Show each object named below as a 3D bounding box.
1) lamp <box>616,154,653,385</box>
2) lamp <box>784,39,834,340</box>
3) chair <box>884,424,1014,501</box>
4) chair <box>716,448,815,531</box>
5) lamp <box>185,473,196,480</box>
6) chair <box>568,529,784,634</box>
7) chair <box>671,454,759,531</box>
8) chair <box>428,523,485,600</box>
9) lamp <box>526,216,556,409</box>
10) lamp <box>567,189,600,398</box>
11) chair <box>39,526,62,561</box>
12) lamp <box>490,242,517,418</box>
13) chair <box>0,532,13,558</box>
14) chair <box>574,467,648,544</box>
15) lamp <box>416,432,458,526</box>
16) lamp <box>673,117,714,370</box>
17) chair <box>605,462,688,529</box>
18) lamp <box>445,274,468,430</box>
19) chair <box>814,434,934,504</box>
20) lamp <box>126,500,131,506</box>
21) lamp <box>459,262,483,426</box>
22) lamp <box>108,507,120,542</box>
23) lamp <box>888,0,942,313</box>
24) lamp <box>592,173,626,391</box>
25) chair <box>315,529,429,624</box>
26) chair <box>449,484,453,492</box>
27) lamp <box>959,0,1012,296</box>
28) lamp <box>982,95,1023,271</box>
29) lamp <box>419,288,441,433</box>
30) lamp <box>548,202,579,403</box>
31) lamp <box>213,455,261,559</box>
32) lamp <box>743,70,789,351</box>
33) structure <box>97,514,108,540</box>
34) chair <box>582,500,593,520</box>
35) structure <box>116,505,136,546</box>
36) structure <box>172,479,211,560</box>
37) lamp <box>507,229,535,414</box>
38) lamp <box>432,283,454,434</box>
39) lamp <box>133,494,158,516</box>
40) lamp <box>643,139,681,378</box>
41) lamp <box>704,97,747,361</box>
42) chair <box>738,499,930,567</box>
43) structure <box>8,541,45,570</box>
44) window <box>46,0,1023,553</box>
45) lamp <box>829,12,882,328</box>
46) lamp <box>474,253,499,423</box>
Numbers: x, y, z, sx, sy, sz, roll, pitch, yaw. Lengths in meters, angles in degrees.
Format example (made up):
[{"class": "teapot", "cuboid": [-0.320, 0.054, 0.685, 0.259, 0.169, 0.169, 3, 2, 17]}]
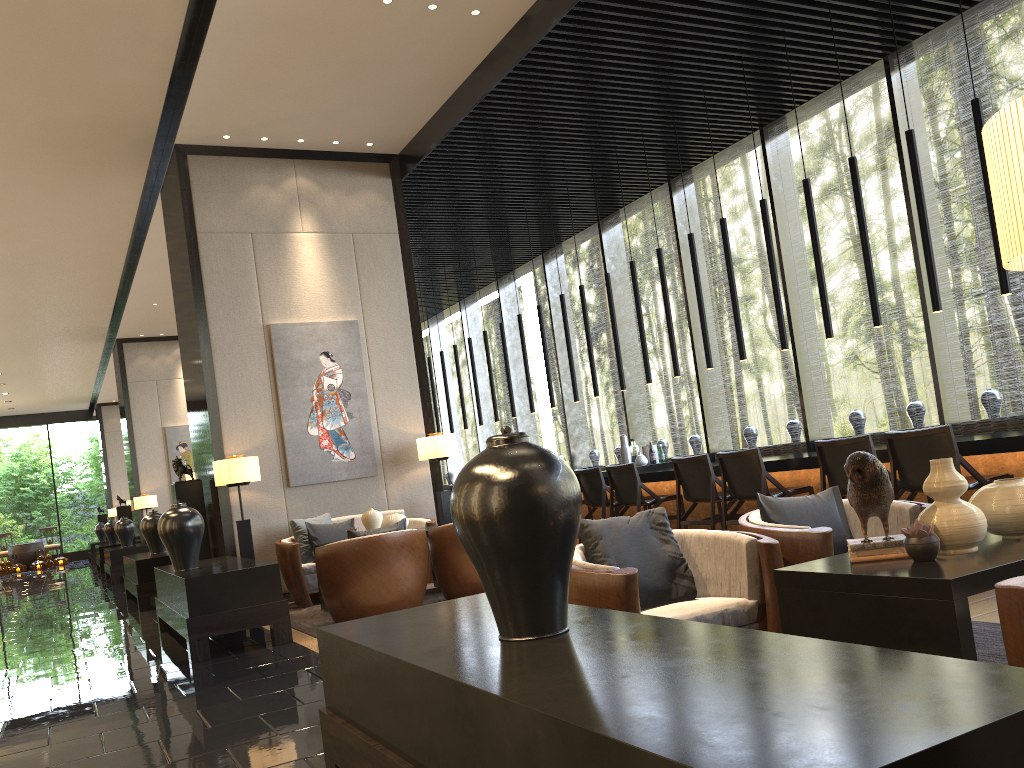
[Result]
[{"class": "lamp", "cuboid": [1.229, -1.194, 9.011, 0.060, 2.415, 0.060, -6, -3, -33]}, {"class": "lamp", "cuboid": [2.304, -1.544, 6.915, 0.060, 2.415, 0.060, -6, -3, -33]}, {"class": "chair", "cuboid": [2.661, 0.661, 5.407, 0.561, 0.825, 0.528, -6, -4, -28]}, {"class": "chair", "cuboid": [1.940, 0.896, 6.814, 0.561, 0.825, 0.528, -6, -4, -28]}, {"class": "lamp", "cuboid": [-3.097, 1.563, 9.149, 0.376, 1.316, 0.375, -9, -2, 16]}, {"class": "chair", "cuboid": [0.534, 0.846, 3.150, 0.801, 0.602, 0.609, -6, -4, -28]}, {"class": "chair", "cuboid": [1.679, 0.981, 7.323, 0.561, 0.825, 0.528, -6, -4, -28]}, {"class": "chair", "cuboid": [-0.176, 1.276, 6.586, 0.801, 0.602, 0.609, -6, -4, -28]}, {"class": "lamp", "cuboid": [0.334, -0.902, 10.757, 0.060, 2.415, 0.060, -6, -3, -33]}, {"class": "lamp", "cuboid": [0.781, -1.047, 9.886, 0.060, 2.415, 0.060, -6, -3, -33]}, {"class": "chair", "cuboid": [-12.893, 4.533, 24.729, 0.519, 1.073, 0.539, -6, -3, -28]}, {"class": "lamp", "cuboid": [-0.133, -0.750, 11.669, 0.060, 2.415, 0.060, -6, -3, -33]}, {"class": "chair", "cuboid": [-13.886, 4.619, 24.207, 0.519, 1.073, 0.539, -6, -3, -28]}, {"class": "chair", "cuboid": [0.957, 1.216, 8.730, 0.561, 0.825, 0.528, -6, -4, -28]}, {"class": "lamp", "cuboid": [-0.638, 1.137, 8.409, 0.375, 1.348, 0.375, -8, -2, 2]}, {"class": "lamp", "cuboid": [1.657, -1.333, 8.177, 0.060, 2.415, 0.060, -6, -3, -33]}, {"class": "chair", "cuboid": [1.219, 1.131, 8.221, 0.561, 0.825, 0.528, -6, -4, -28]}, {"class": "lamp", "cuboid": [-0.835, -0.521, 13.039, 0.060, 2.415, 0.060, -6, -3, -33]}, {"class": "chair", "cuboid": [2.400, 0.746, 5.916, 0.561, 0.825, 0.528, -6, -4, -28]}, {"class": "lamp", "cuboid": [-7.153, 2.868, 17.057, 0.374, 1.348, 0.376, -7, -2, -9]}, {"class": "lamp", "cuboid": [-0.597, -0.599, 12.573, 0.060, 2.415, 0.060, -6, -3, -33]}, {"class": "lamp", "cuboid": [-10.416, 3.931, 23.422, 0.375, 1.348, 0.375, -8, -2, 2]}, {"class": "lamp", "cuboid": [2.735, -1.684, 6.074, 0.060, 2.415, 0.060, -6, -3, -33]}, {"class": "lamp", "cuboid": [1.018, -1.125, 9.424, 0.060, 2.415, 0.060, -6, -3, -33]}, {"class": "chair", "cuboid": [-0.930, 1.341, 6.191, 0.801, 0.602, 0.609, -6, -4, -28]}, {"class": "chair", "cuboid": [-0.485, 1.686, 11.544, 0.561, 0.825, 0.528, -6, -4, -28]}, {"class": "lamp", "cuboid": [2.959, -1.757, 5.637, 0.060, 2.415, 0.060, -7, -2, -23]}, {"class": "lamp", "cuboid": [0.962, 0.224, 1.228, 0.376, 1.348, 0.375, -9, -3, 20]}, {"class": "lamp", "cuboid": [-1.302, -0.369, 13.948, 0.060, 2.415, 0.060, -6, -3, -33]}, {"class": "lamp", "cuboid": [0.585, -0.984, 10.269, 0.060, 2.415, 0.060, -6, -3, -33]}, {"class": "lamp", "cuboid": [-2.278, 1.281, 7.547, 0.376, 1.344, 0.374, -9, -3, 23]}, {"class": "lamp", "cuboid": [2.087, -1.473, 7.338, 0.060, 2.415, 0.060, -7, -2, -23]}, {"class": "structure", "cuboid": [-11.089, 4.155, 24.091, 0.239, 1.215, 0.241, -7, -3, -28]}, {"class": "chair", "cuboid": [0.497, 1.366, 9.627, 0.561, 0.825, 0.528, -6, -4, -28]}, {"class": "structure", "cuboid": [-7.009, 2.826, 16.133, 0.239, 1.215, 0.241, -7, -3, -28]}, {"class": "structure", "cuboid": [-2.940, 1.500, 8.196, 0.239, 1.215, 0.241, -7, -3, -28]}, {"class": "lamp", "cuboid": [0.100, -0.826, 11.214, 0.060, 2.415, 0.060, -6, -3, -33]}, {"class": "lamp", "cuboid": [-1.069, -0.445, 13.494, 0.060, 2.415, 0.060, -6, -3, -33]}, {"class": "lamp", "cuboid": [-6.332, 2.600, 15.455, 0.374, 1.348, 0.376, -7, -2, -9]}, {"class": "lamp", "cuboid": [1.437, -1.261, 8.607, 0.060, 2.415, 0.060, -6, -3, -33]}, {"class": "lamp", "cuboid": [1.859, -1.399, 7.783, 0.060, 2.415, 0.060, -6, -3, -33]}, {"class": "chair", "cuboid": [1.287, 0.781, 3.546, 0.801, 0.602, 0.609, -6, -4, -28]}, {"class": "structure", "cuboid": [-13.064, 4.653, 23.852, 0.871, 0.708, 0.879, -4, -5, -39]}, {"class": "window", "cuboid": [-5.417, 0.710, 12.257, 12.023, 4.216, 32.072, -5, -6, -28]}, {"class": "lamp", "cuboid": [2.510, -1.611, 6.512, 0.060, 2.415, 0.060, -7, -2, -23]}, {"class": "lamp", "cuboid": [-0.366, -0.674, 12.123, 0.060, 2.415, 0.060, -6, -3, -33]}]
